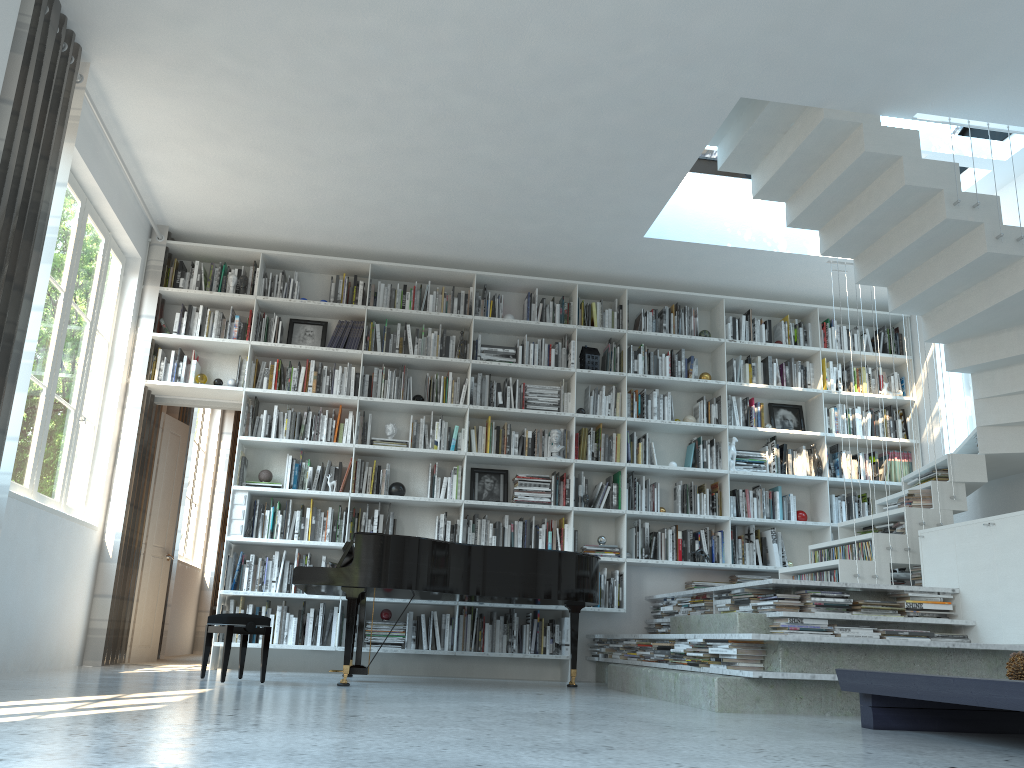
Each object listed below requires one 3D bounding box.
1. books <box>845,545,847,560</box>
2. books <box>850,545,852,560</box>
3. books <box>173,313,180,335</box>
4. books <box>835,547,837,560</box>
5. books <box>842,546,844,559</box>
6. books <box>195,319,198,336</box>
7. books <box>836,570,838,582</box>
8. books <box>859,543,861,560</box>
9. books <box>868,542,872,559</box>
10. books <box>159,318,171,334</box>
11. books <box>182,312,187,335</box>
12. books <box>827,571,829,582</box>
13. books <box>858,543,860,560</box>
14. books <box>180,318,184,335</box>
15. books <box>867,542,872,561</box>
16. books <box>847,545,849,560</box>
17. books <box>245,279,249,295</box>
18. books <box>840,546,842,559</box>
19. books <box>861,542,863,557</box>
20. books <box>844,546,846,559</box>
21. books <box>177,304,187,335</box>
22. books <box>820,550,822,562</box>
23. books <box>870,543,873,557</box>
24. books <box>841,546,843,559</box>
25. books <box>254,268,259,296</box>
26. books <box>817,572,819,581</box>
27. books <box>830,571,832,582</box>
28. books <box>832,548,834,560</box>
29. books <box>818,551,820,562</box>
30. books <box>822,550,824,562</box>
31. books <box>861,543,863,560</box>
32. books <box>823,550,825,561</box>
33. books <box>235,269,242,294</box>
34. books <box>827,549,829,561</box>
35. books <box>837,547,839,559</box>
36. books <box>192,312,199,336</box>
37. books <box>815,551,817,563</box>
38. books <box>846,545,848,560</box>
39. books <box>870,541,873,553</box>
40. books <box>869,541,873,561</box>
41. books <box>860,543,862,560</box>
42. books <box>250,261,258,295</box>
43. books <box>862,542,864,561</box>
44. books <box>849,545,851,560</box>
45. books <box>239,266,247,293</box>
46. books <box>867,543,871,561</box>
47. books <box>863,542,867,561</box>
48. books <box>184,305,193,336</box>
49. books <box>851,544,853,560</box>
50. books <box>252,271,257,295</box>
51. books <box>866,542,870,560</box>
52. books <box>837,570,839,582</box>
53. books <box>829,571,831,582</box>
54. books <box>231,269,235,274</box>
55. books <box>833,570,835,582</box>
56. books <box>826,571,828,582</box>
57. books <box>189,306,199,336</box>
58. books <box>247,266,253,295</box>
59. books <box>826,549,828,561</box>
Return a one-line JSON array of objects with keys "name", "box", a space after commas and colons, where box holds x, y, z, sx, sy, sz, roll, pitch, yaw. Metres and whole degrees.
[{"name": "books", "box": [2.243, 1.122, 5.800, 0.125, 0.125, 0.009, 5, -16, -8]}, {"name": "books", "box": [2.253, 1.106, 5.740, 0.125, 0.125, 0.018, 5, -16, -8]}, {"name": "books", "box": [-2.578, -0.419, 6.844, 0.034, 0.217, 0.167, 5, -16, -8]}, {"name": "books", "box": [2.223, 1.157, 5.920, 0.125, 0.125, 0.010, 5, -16, -8]}, {"name": "books", "box": [2.236, 1.133, 5.838, 0.125, 0.125, 0.008, 5, -16, -8]}, {"name": "books", "box": [-2.424, -0.404, 6.861, 0.010, 0.208, 0.165, 5, -16, -8]}, {"name": "books", "box": [2.112, 1.240, 5.600, 0.125, 0.125, 0.008, 5, -16, -8]}, {"name": "books", "box": [2.269, 1.076, 5.638, 0.125, 0.125, 0.010, 5, -16, -8]}, {"name": "books", "box": [2.288, 1.045, 5.522, 0.125, 0.123, 0.035, 5, -16, -8]}, {"name": "books", "box": [-2.657, -0.403, 6.838, 0.121, 0.175, 0.130, 5, -16, -8]}, {"name": "books", "box": [-2.513, -0.422, 6.844, 0.023, 0.227, 0.172, 5, -16, -8]}, {"name": "books", "box": [2.094, 1.270, 5.707, 0.125, 0.125, 0.011, 5, -16, -8]}, {"name": "books", "box": [2.268, 1.078, 5.645, 0.125, 0.125, 0.010, 5, -16, -8]}, {"name": "books", "box": [-2.540, -0.400, 6.860, 0.024, 0.191, 0.138, 5, -16, -8]}, {"name": "books", "box": [2.287, 1.047, 5.529, 0.125, 0.123, 0.036, 5, -16, -8]}, {"name": "books", "box": [2.247, 1.115, 5.775, 0.125, 0.125, 0.013, 5, -16, -8]}, {"name": "books", "box": [-2.093, -0.717, 7.006, 0.028, 0.184, 0.168, 5, -16, -8]}, {"name": "books", "box": [2.233, 1.139, 5.860, 0.125, 0.125, 0.008, 5, -16, -8]}, {"name": "books", "box": [2.274, 1.068, 5.608, 0.125, 0.125, 0.007, 5, -16, -8]}, {"name": "books", "box": [2.241, 1.125, 5.809, 0.125, 0.125, 0.011, 5, -16, -8]}, {"name": "books", "box": [-2.554, -0.455, 6.861, 0.011, 0.295, 0.163, 5, -16, -8]}, {"name": "books", "box": [2.190, 1.213, 6.119, 0.125, 0.125, 0.010, 5, -16, -8]}, {"name": "books", "box": [2.291, 1.041, 5.506, 0.125, 0.123, 0.036, 5, -16, -8]}, {"name": "books", "box": [2.235, 1.135, 5.845, 0.125, 0.125, 0.007, 5, -16, -8]}, {"name": "books", "box": [-1.999, -0.752, 6.992, 0.024, 0.251, 0.235, 5, -16, -8]}, {"name": "books", "box": [2.073, 1.307, 5.834, 0.125, 0.125, 0.010, 5, -16, -8]}, {"name": "books", "box": [2.099, 1.261, 5.675, 0.125, 0.125, 0.012, 5, -16, -8]}, {"name": "books", "box": [2.216, 1.168, 5.961, 0.125, 0.125, 0.009, 5, -16, -8]}, {"name": "books", "box": [2.186, 1.220, 6.143, 0.125, 0.125, 0.007, 5, -16, -8]}, {"name": "books", "box": [2.195, 1.205, 6.090, 0.125, 0.125, 0.007, 5, -16, -8]}, {"name": "books", "box": [2.273, 1.070, 5.615, 0.125, 0.125, 0.008, 5, -16, -8]}, {"name": "books", "box": [2.197, 1.201, 6.075, 0.125, 0.125, 0.009, 5, -16, -8]}, {"name": "books", "box": [-2.154, -0.759, 7.002, 0.027, 0.258, 0.147, 5, -16, -8]}, {"name": "books", "box": [2.206, 1.186, 6.023, 0.125, 0.125, 0.007, 5, -16, -8]}, {"name": "books", "box": [2.227, 1.150, 5.898, 0.125, 0.125, 0.007, 5, -16, -8]}, {"name": "books", "box": [-2.442, -0.417, 6.872, 0.024, 0.238, 0.156, 5, -16, -8]}, {"name": "books", "box": [2.179, 1.232, 6.184, 0.125, 0.125, 0.010, 5, -16, -8]}, {"name": "books", "box": [2.244, 1.120, 5.789, 0.125, 0.125, 0.016, 5, -16, -8]}, {"name": "books", "box": [2.292, 1.038, 5.499, 0.125, 0.123, 0.034, 5, -16, -8]}, {"name": "books", "box": [2.290, 1.043, 5.514, 0.125, 0.123, 0.034, 5, -16, -8]}, {"name": "books", "box": [2.272, 1.072, 5.622, 0.125, 0.125, 0.008, 5, -16, -8]}, {"name": "books", "box": [-2.046, -0.789, 7.027, 0.014, 0.336, 0.168, 5, -16, -8]}, {"name": "books", "box": [2.276, 1.066, 5.601, 0.125, 0.125, 0.008, 5, -16, -8]}, {"name": "books", "box": [2.251, 1.108, 5.750, 0.125, 0.125, 0.012, 5, -16, -8]}, {"name": "books", "box": [-2.135, -0.770, 7.021, 0.013, 0.291, 0.155, 5, -16, -8]}, {"name": "books", "box": [2.286, 1.049, 5.536, 0.125, 0.123, 0.035, 5, -16, -8]}, {"name": "books", "box": [2.277, 1.063, 5.591, 0.125, 0.125, 0.011, 5, -16, -8]}, {"name": "books", "box": [-2.488, -0.448, 6.850, 0.023, 0.281, 0.186, 5, -16, -8]}, {"name": "books", "box": [2.255, 1.102, 5.727, 0.125, 0.125, 0.009, 5, -16, -8]}, {"name": "books", "box": [-2.030, -0.748, 7.025, 0.025, 0.258, 0.138, 5, -16, -8]}, {"name": "books", "box": [2.285, 1.051, 5.544, 0.125, 0.123, 0.034, 5, -16, -8]}, {"name": "books", "box": [2.113, 1.237, 5.590, 0.125, 0.125, 0.012, 5, -16, -8]}, {"name": "books", "box": [2.098, 1.263, 5.683, 0.125, 0.125, 0.010, 5, -16, -8]}, {"name": "books", "box": [-2.200, -0.757, 6.987, 0.025, 0.243, 0.168, 5, -16, -8]}, {"name": "books", "box": [2.106, 1.250, 5.634, 0.125, 0.125, 0.008, 5, -16, -8]}, {"name": "books", "box": [2.092, 1.275, 5.723, 0.125, 0.125, 0.008, 5, -16, -8]}, {"name": "books", "box": [-2.467, -0.442, 6.876, 0.028, 0.287, 0.133, 5, -16, -8]}, {"name": "books", "box": [-2.066, -0.764, 7.022, 0.022, 0.285, 0.175, 5, -16, -8]}, {"name": "books", "box": [2.203, 1.190, 6.038, 0.125, 0.125, 0.008, 5, -16, -8]}]
